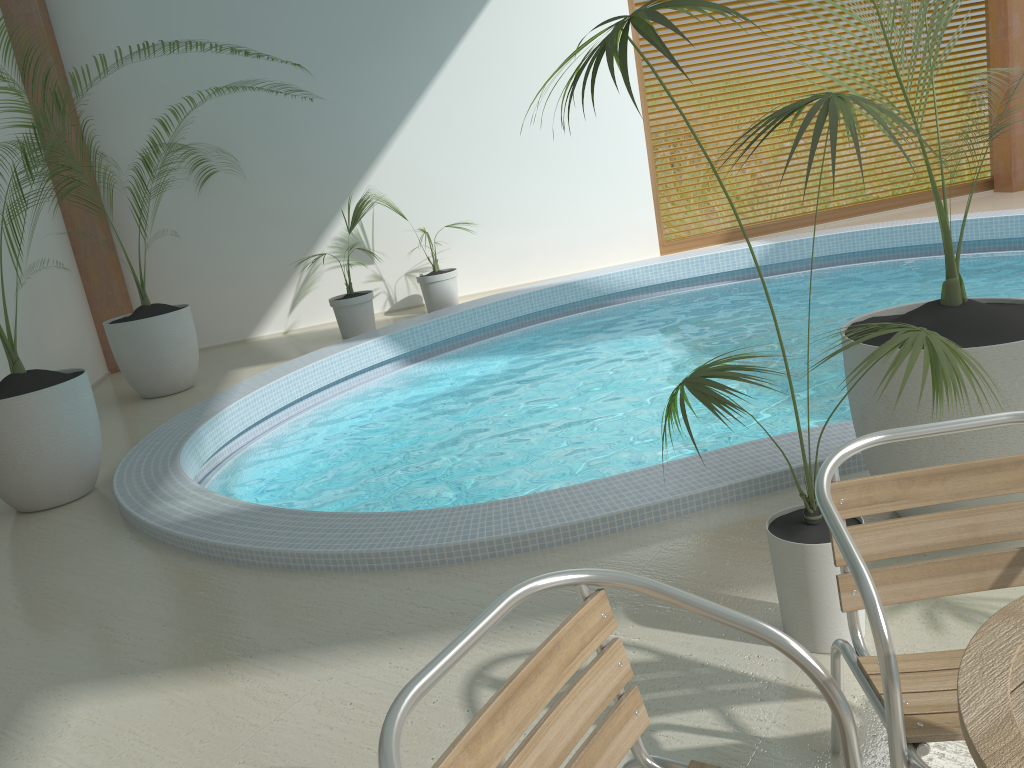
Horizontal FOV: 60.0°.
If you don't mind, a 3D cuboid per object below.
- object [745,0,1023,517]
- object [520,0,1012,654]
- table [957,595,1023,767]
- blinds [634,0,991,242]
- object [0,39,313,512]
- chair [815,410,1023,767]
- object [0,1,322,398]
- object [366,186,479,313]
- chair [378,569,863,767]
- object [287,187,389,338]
[{"bbox_3d":[1.305,-0.961,2.405,2.979,2.960,2.729,-8,15,9],"label":"object"},{"bbox_3d":[0.630,-0.107,2.162,1.059,1.695,0.791,-3,16,27],"label":"object"},{"bbox_3d":[0.885,0.679,0.953,0.700,0.720,0.700,-7,15,11],"label":"table"},{"bbox_3d":[3.270,-3.856,9.817,4.500,4.025,0.099,-12,15,-8],"label":"blinds"},{"bbox_3d":[-2.687,-0.846,4.656,2.979,2.960,2.729,5,21,45],"label":"object"},{"bbox_3d":[0.920,0.490,1.602,0.618,0.727,0.563,-9,15,4],"label":"chair"},{"bbox_3d":[-2.931,-1.414,6.965,2.729,2.960,2.979,-18,16,-27],"label":"object"},{"bbox_3d":[-0.803,-1.348,8.570,1.067,1.310,0.822,-9,15,4],"label":"object"},{"bbox_3d":[0.214,0.712,1.241,0.563,0.727,0.618,0,18,33],"label":"chair"},{"bbox_3d":[-1.455,-1.095,8.055,0.822,1.310,1.067,-1,17,30],"label":"object"}]
